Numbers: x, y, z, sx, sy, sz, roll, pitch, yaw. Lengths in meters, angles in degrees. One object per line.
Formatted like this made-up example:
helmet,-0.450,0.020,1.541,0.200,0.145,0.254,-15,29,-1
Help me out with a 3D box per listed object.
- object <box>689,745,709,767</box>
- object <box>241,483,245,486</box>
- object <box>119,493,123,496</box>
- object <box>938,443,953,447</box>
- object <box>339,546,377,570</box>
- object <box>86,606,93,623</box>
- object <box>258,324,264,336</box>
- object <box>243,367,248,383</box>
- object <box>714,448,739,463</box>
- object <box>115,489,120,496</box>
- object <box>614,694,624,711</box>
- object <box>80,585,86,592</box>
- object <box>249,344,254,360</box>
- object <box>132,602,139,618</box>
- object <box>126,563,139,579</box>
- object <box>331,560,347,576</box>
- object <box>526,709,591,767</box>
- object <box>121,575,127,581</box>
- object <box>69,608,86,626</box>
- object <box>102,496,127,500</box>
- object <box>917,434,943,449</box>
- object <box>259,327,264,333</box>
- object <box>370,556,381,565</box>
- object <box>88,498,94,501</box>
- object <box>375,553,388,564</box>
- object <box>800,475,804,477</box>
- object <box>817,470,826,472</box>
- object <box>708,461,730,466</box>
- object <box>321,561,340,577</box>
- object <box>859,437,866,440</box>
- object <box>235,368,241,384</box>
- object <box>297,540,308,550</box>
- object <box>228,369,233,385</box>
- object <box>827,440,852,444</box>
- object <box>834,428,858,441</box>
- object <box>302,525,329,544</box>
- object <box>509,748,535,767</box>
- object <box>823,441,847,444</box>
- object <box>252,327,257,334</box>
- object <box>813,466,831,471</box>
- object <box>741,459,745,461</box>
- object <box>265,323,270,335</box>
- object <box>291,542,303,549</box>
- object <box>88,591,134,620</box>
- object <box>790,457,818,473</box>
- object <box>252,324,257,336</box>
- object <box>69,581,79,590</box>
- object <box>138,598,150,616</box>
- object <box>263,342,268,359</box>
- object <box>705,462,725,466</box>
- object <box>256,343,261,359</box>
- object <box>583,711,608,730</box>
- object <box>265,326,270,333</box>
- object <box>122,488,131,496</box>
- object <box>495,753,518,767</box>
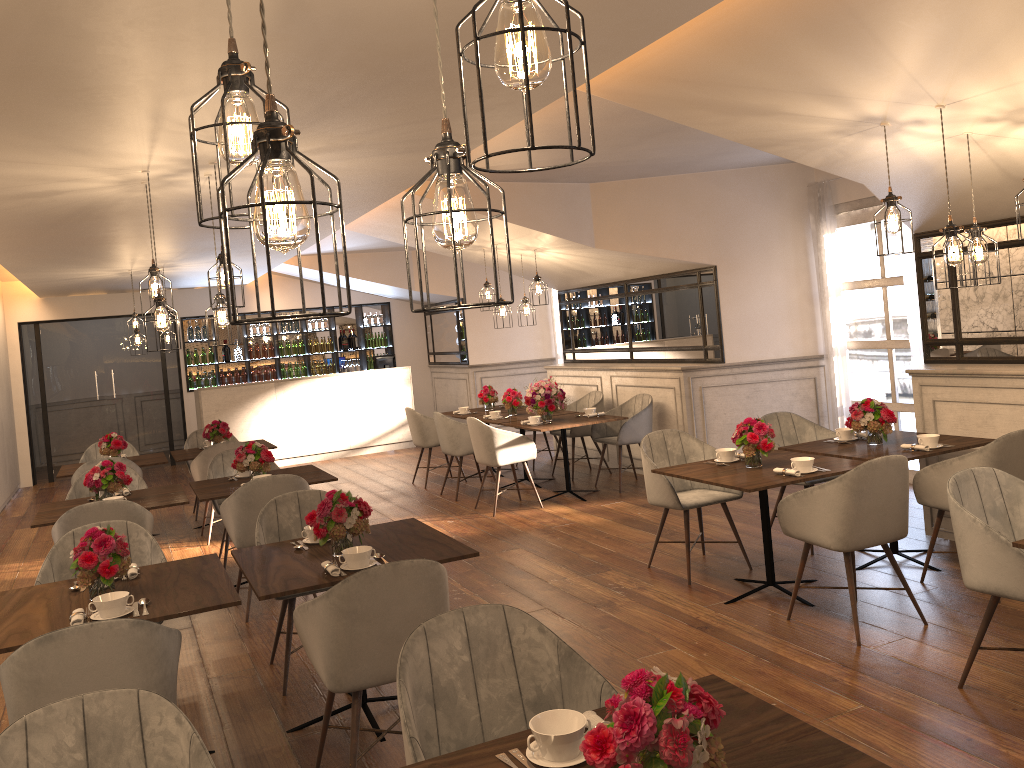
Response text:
object,0.296,0.648,1.532,0.077,0.052,0.050,-4,3,32
object,-1.781,0.685,5.917,0.056,0.039,0.175,-6,4,-24
object,-2.717,0.761,6.152,0.025,0.024,0.192,-6,4,-24
object,2.522,0.351,5.213,0.043,0.015,0.197,-7,4,-28
object,-0.629,0.713,3.615,0.148,0.072,0.149,-2,4,43
object,-1.538,0.845,3.215,0.025,0.024,0.192,-6,4,-24
object,-3.964,-0.862,13.980,0.070,0.190,0.041,-6,1,-25
object,-4.189,-0.136,13.889,0.065,0.261,0.065,-5,1,45
object,1.285,0.429,5.303,0.148,0.072,0.149,-3,4,33
object,-2.795,0.746,6.128,0.148,0.072,0.149,-4,3,18
object,0.223,0.607,1.671,0.077,0.052,0.046,-4,2,28
object,-1.802,0.847,3.724,0.022,0.004,0.210,-7,4,-24
object,-4.107,-0.510,13.938,0.065,0.261,0.065,-5,1,45
object,-1.401,0.838,3.295,0.022,0.004,0.210,-7,4,-24
object,-1.640,0.808,3.827,0.056,0.039,0.175,-6,4,-24
object,-0.703,0.745,3.591,0.025,0.024,0.192,-6,4,-24
object,0.101,0.758,1.894,0.148,0.072,0.149,-2,4,43
object,-1.667,0.819,3.804,0.025,0.024,0.192,-6,4,-24
object,-1.566,0.842,3.192,0.056,0.039,0.175,-6,4,-24
object,-2.514,0.756,5.588,0.148,0.072,0.149,-4,3,18
object,2.424,0.335,5.149,0.148,0.072,0.149,-3,4,33
object,-3.967,-0.898,13.980,0.069,0.208,0.040,-6,1,-24
object,-0.566,0.738,3.671,0.022,0.004,0.210,-7,4,-24
object,-2.888,0.788,6.065,0.043,0.015,0.197,-7,4,-28
object,-0.532,0.729,3.679,0.043,0.015,0.197,-7,4,-28
object,1.492,0.471,4.739,0.025,0.024,0.192,-6,4,-24
object,1.629,0.464,4.819,0.022,0.004,0.210,-7,4,-24
object,1.228,0.472,5.248,0.022,0.004,0.210,-7,4,-24
object,-0.731,0.742,3.568,0.056,0.039,0.175,-6,4,-24
object,2.221,0.341,5.714,0.025,0.024,0.192,-6,4,-24
object,-4.289,-0.124,13.843,0.065,0.261,0.065,-5,1,45
object,-0.967,0.747,4.100,0.022,0.004,0.210,-7,4,-24
object,-4.390,-0.111,13.798,0.065,0.261,0.065,-5,1,45
object,2.086,0.369,5.634,0.022,0.004,0.210,-7,4,-24
object,2.143,0.326,5.690,0.148,0.072,0.149,-3,4,33
object,-0.910,0.703,4.156,0.148,0.072,0.149,-2,4,43
object,0.044,0.802,1.838,0.022,0.004,0.210,-7,4,-24
object,2.058,0.366,5.629,0.043,0.015,0.197,-6,4,-20
object,-4.058,-0.887,13.938,0.069,0.208,0.040,-6,1,-24
object,1.663,0.454,4.827,0.043,0.015,0.197,-7,4,-28
object,1.363,0.444,5.327,0.025,0.024,0.192,-6,4,-24
object,-3.872,-0.873,14.021,0.070,0.190,0.041,-6,1,-25
object,-1.003,0.745,4.092,0.043,0.015,0.197,-7,4,-28
object,-1.464,0.813,3.239,0.148,0.072,0.149,-2,4,43
object,1.566,0.438,4.763,0.148,0.072,0.149,-3,4,33
object,-4.055,-0.851,13.939,0.070,0.190,0.041,-6,1,-25
object,-1.837,0.845,3.716,0.043,0.015,0.197,-7,4,-28
object,-1.374,0.830,3.300,0.043,0.015,0.197,-6,4,-20
object,-3.906,-0.535,14.028,0.065,0.261,0.065,-5,1,45
object,1.199,0.469,5.243,0.043,0.015,0.197,-6,4,-20
object,-4.007,-0.522,13.983,0.065,0.261,0.065,-5,1,45
object,0.206,0.763,1.941,0.056,0.039,0.175,-6,4,-24
object,-3.876,-0.909,14.021,0.069,0.208,0.040,-6,1,-24
object,-2.690,0.751,6.175,0.056,0.039,0.175,-6,4,-24
object,0.009,0.800,1.830,0.043,0.015,0.197,-7,4,-28
